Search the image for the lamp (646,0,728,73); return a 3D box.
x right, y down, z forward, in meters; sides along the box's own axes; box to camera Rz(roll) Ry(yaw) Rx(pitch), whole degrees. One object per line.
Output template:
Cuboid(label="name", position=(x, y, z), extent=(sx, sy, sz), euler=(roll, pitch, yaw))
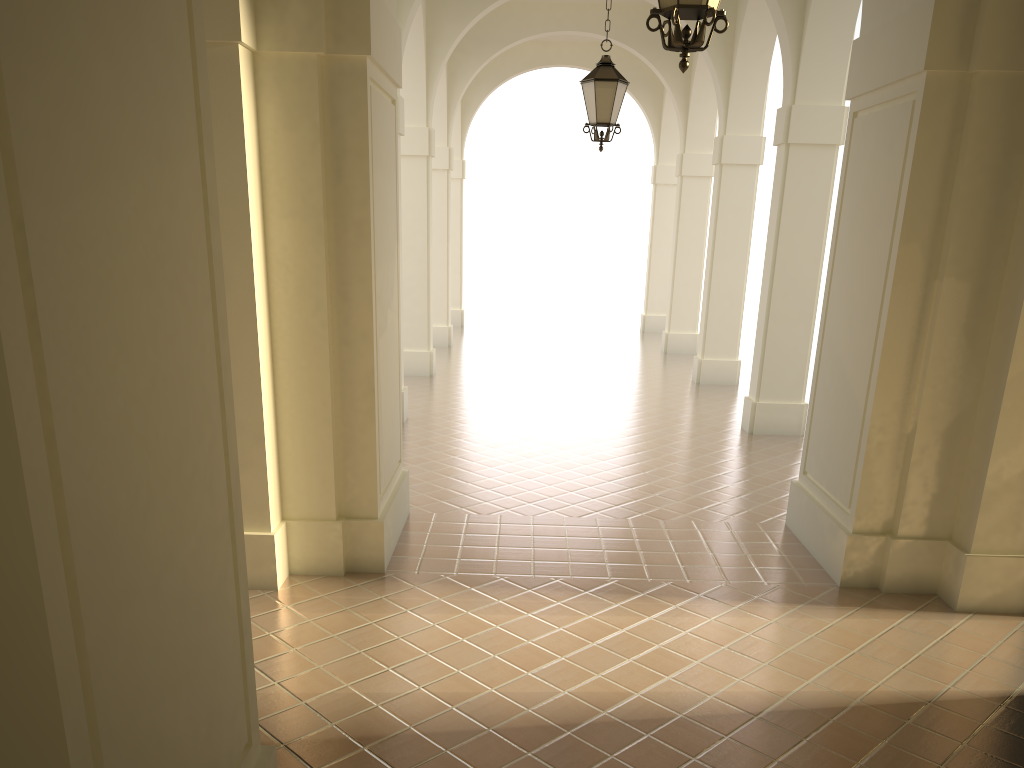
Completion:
Cuboid(label="lamp", position=(0.875, -3.155, 3.715), extent=(0.438, 3.469, 0.491), euler=(-8, 20, -28))

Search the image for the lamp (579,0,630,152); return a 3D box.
Cuboid(label="lamp", position=(0.959, -4.035, 8.491), extent=(0.510, 3.469, 0.422), euler=(2, 18, 1))
